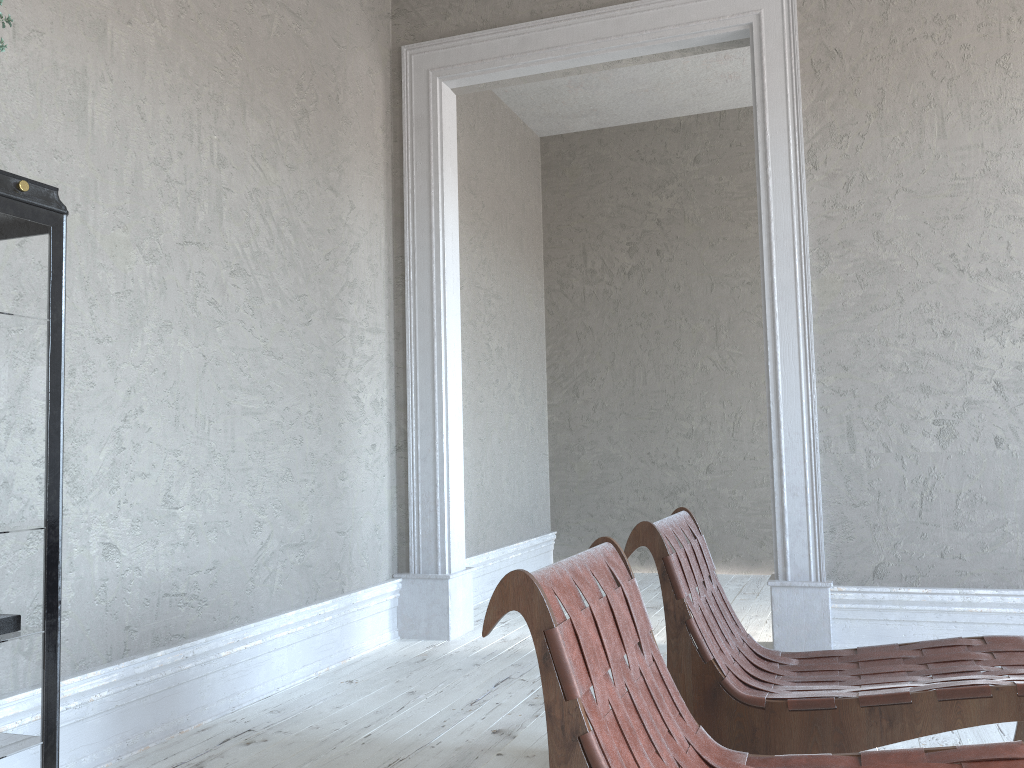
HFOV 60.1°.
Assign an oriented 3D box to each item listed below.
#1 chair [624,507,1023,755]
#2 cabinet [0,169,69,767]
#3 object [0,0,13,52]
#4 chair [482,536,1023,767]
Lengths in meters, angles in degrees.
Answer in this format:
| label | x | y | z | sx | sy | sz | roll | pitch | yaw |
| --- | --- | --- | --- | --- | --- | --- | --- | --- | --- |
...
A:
| label | x | y | z | sx | sy | sz | roll | pitch | yaw |
| --- | --- | --- | --- | --- | --- | --- | --- | --- | --- |
| chair | 0.824 | 0.679 | 2.178 | 1.003 | 0.721 | 0.514 | -3 | -5 | 19 |
| cabinet | -1.150 | 0.313 | 1.590 | 0.343 | 1.471 | 0.626 | -3 | -5 | 20 |
| object | -1.174 | -0.672 | 1.672 | 0.406 | 0.506 | 0.406 | -5 | -5 | 36 |
| chair | 0.515 | 0.625 | 1.368 | 1.003 | 0.721 | 0.514 | -3 | -5 | 19 |
